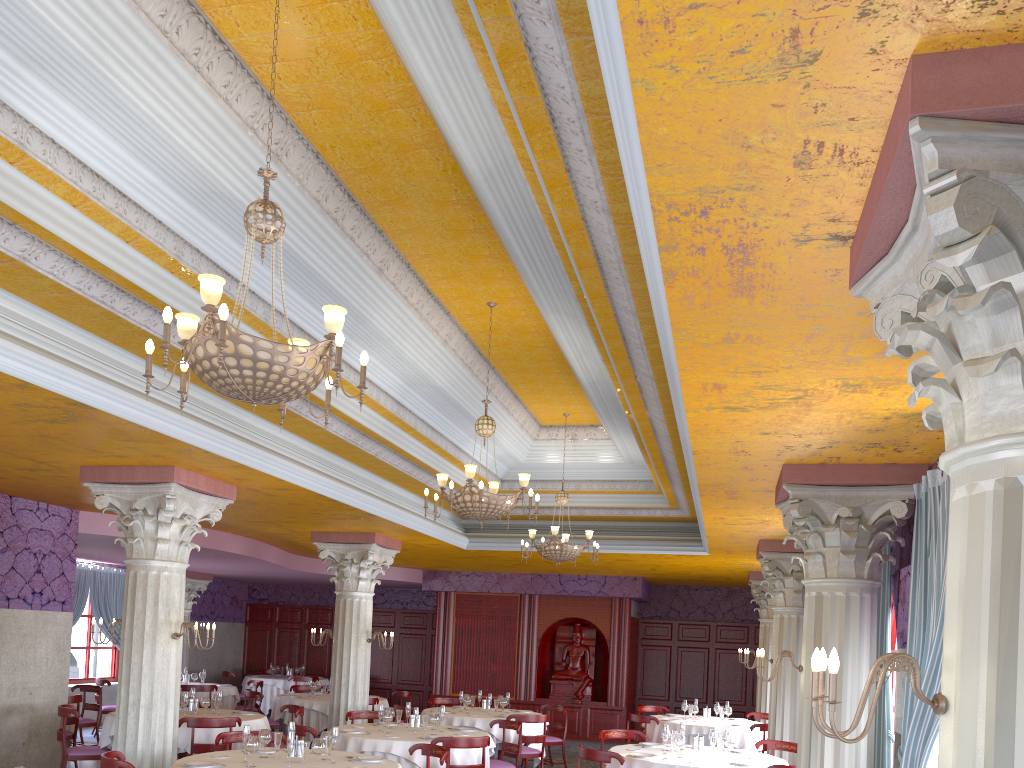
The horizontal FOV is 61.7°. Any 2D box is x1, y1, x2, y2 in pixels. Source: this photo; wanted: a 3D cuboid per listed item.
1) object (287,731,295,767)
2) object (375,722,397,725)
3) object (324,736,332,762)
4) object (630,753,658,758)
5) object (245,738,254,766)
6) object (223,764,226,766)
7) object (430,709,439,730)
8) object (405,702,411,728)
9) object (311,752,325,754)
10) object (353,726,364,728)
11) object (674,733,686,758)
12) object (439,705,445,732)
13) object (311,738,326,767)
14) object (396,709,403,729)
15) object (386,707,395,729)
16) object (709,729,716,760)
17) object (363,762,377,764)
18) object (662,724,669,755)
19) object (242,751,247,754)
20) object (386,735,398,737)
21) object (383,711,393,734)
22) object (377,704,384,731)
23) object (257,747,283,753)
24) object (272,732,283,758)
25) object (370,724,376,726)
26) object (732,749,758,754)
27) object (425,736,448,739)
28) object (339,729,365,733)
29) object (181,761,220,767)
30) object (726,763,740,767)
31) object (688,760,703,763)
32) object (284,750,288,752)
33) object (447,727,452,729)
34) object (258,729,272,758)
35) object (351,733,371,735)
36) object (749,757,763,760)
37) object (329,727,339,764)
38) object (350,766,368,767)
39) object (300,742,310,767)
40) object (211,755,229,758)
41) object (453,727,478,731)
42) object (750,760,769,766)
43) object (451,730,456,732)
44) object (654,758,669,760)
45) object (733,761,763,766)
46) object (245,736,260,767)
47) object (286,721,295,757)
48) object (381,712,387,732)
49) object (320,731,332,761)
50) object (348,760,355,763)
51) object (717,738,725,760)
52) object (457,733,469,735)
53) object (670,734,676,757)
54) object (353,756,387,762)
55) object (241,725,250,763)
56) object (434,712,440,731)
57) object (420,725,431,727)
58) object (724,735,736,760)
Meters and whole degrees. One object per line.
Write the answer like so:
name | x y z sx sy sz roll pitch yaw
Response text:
object | -1.893 3.131 7.311 0.075 0.330 0.074 5 -3 -39
object | -1.652 4.485 11.304 0.313 0.023 0.326 4 -17 -5
object | -1.688 3.359 7.882 0.086 0.233 0.086 5 -4 -28
object | 1.428 4.027 9.273 0.313 0.023 0.326 -1 -17 14
object | -2.288 3.212 7.485 0.086 0.233 0.087 0 -5 39
object | -2.494 3.293 7.414 0.030 0.010 0.142 10 -18 -26
object | -0.993 4.295 10.959 0.122 0.259 0.125 0 -5 28
object | -1.339 4.263 11.026 0.075 0.330 0.074 5 -3 -39
object | -1.881 3.607 8.365 0.160 0.009 0.164 -8 -20 33
object | -1.935 4.330 10.803 0.160 0.009 0.163 10 -18 -24
object | 1.833 3.956 9.367 0.123 0.259 0.124 4 -5 -17
object | -0.873 4.201 10.745 0.074 0.330 0.074 3 -3 -17
object | -1.680 3.211 7.428 0.122 0.259 0.125 0 -5 28
object | -1.448 4.284 10.952 0.085 0.233 0.087 2 -4 17
object | -1.555 4.253 10.907 0.123 0.259 0.124 4 -5 -17
object | 2.183 3.917 9.301 0.075 0.330 0.074 5 -3 -39
object | -1.263 3.499 7.909 0.236 0.013 0.028 13 -17 -30
object | 1.717 3.979 9.583 0.074 0.330 0.075 1 -3 28
object | -2.552 3.519 8.198 0.055 0.019 0.264 10 -18 -24
object | -1.404 4.118 10.008 0.162 0.009 0.162 14 -20 -34
object | -1.503 4.088 10.345 0.122 0.259 0.125 2 -5 6
object | -1.620 4.111 10.560 0.074 0.330 0.075 3 -2 6
object | -2.391 3.566 8.336 0.313 0.023 0.326 -1 -17 14
object | -2.186 3.365 7.984 0.085 0.233 0.087 2 -4 17
object | -1.813 4.438 11.166 0.055 0.019 0.264 10 -18 -24
object | 2.737 4.326 10.068 0.313 0.023 0.326 -1 -17 14
object | -0.856 4.132 9.993 0.313 0.023 0.326 -1 -17 14
object | -1.908 4.159 10.251 0.313 0.023 0.326 -1 -17 14
object | -2.647 3.240 7.283 0.313 0.023 0.326 -1 -17 14
object | 2.312 3.976 8.939 0.028 0.013 0.238 10 -18 -28
object | 1.932 3.986 9.031 0.162 0.009 0.162 14 -20 -34
object | -2.223 3.602 8.411 0.028 0.013 0.238 10 -18 -28
object | -0.738 4.502 11.207 0.260 0.019 0.056 11 -17 -26
object | -2.294 3.334 7.939 0.122 0.259 0.125 0 -5 28
object | -1.770 4.120 10.090 0.260 0.019 0.056 11 -17 -26
object | 2.726 4.182 9.561 0.160 0.009 0.163 10 -18 -24
object | -1.612 3.283 7.777 0.075 0.330 0.074 5 -3 -39
object | -1.350 3.395 7.571 0.159 0.009 0.165 4 -17 -5
object | -1.789 3.206 7.383 0.086 0.233 0.087 3 -4 -6
object | -2.674 3.411 7.835 0.160 0.009 0.164 -8 -20 33
object | -0.600 4.458 11.046 0.317 0.023 0.322 -13 -22 42
object | 2.641 4.051 9.153 0.055 0.019 0.264 10 -18 -24
object | -0.753 4.418 10.914 0.030 0.010 0.142 10 -18 -26
object | 1.566 3.988 9.112 0.260 0.019 0.056 11 -17 -26
object | 2.481 4.000 9.015 0.313 0.023 0.326 -1 -17 14
object | -2.242 3.169 7.377 0.122 0.259 0.125 2 -5 6
object | -2.078 3.344 8.058 0.075 0.330 0.074 5 -3 -39
object | -1.549 4.131 10.453 0.086 0.233 0.087 0 -5 39
object | -1.732 3.376 7.991 0.122 0.259 0.125 0 -5 28
object | -1.492 3.500 7.946 0.030 0.010 0.142 10 -18 -26
object | 2.286 3.992 9.373 0.086 0.233 0.087 3 -4 -6
object | -0.611 4.314 10.539 0.162 0.009 0.162 14 -20 -34
object | 1.788 3.999 9.475 0.086 0.233 0.087 0 -5 39
object | -1.338 3.539 8.078 0.313 0.023 0.326 -1 -17 14
object | -2.359 3.192 7.593 0.075 0.330 0.074 5 -3 -39
object | -0.949 4.278 10.850 0.085 0.233 0.087 2 -4 17
object | -1.142 4.525 11.333 0.158 0.009 0.165 -1 -17 14
object | 2.395 3.998 9.418 0.123 0.259 0.124 4 -5 -17
